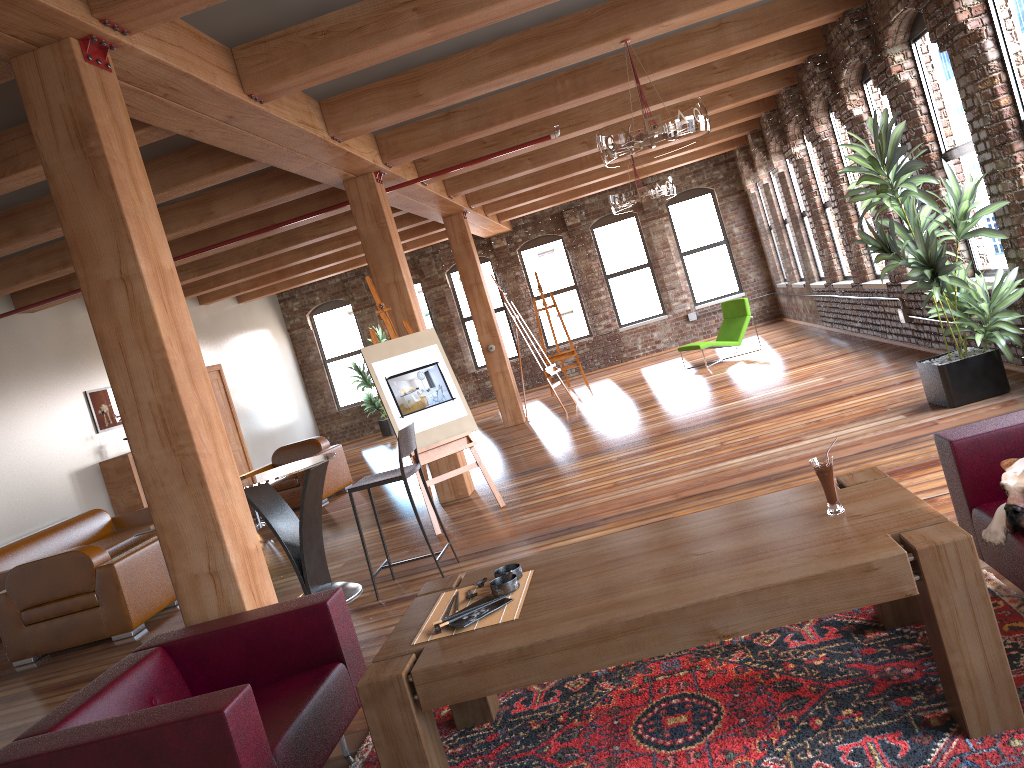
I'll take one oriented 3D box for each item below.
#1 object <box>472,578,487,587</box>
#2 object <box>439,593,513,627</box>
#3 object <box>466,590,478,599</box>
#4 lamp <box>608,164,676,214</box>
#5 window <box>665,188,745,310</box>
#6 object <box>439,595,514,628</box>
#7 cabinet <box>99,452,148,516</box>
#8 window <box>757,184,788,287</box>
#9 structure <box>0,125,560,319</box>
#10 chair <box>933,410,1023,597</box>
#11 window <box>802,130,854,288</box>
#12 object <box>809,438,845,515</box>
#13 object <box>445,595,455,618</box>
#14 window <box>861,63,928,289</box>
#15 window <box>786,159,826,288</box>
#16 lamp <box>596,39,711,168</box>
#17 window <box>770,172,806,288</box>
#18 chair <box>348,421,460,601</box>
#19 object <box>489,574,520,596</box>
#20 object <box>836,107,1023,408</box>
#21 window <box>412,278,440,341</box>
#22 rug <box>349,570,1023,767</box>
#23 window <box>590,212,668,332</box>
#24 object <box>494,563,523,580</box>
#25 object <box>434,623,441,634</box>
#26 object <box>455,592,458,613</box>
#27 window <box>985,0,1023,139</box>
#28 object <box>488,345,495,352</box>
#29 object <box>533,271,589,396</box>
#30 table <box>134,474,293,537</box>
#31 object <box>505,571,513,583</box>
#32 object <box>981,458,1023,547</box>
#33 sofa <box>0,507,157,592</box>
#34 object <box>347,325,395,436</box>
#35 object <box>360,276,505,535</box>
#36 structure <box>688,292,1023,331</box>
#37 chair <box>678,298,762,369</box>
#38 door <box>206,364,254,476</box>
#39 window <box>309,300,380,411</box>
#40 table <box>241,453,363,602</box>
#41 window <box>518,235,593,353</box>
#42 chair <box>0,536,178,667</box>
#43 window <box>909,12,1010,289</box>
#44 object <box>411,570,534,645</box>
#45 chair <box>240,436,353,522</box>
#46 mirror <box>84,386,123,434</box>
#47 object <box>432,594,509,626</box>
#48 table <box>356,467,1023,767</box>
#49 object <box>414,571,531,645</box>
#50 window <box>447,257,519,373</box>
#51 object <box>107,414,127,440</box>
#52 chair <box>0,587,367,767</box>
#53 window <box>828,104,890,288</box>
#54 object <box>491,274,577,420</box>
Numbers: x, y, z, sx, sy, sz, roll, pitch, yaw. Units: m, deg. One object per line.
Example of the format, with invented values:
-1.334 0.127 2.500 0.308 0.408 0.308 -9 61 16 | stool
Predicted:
-0.112 0.713 3.164 0.059 0.021 0.018 -20 4 -40 | object
-0.112 0.725 2.851 0.272 0.008 0.007 -19 3 -26 | object
-0.144 0.724 3.077 0.045 0.030 0.153 -17 4 -7 | object
1.488 -2.556 10.678 0.805 0.814 0.815 -14 4 44 | lamp
3.635 -2.609 16.810 0.966 2.216 0.219 -16 1 8 | window
-0.114 0.738 2.856 0.214 0.018 0.153 -20 5 -36 | object
-4.601 1.416 11.387 0.418 1.207 1.190 -16 3 9 | cabinet
4.545 -2.792 15.558 0.232 2.212 0.971 -16 2 9 | window
-2.763 -1.536 9.082 6.795 0.112 0.051 -16 2 8 | structure
1.967 0.405 2.673 0.864 0.592 1.075 -16 3 9 | chair
3.979 -2.307 11.178 0.229 2.212 0.971 -16 2 9 | window
1.009 0.297 2.816 0.094 0.232 0.076 -15 2 41 | object
-0.211 0.761 3.017 0.007 0.008 0.271 -16 4 4 | object
3.605 -1.986 8.273 0.231 2.212 0.971 -16 2 9 | window
4.167 -2.468 12.626 0.232 2.212 0.971 -16 2 9 | window
0.933 -2.080 6.375 0.815 0.814 0.805 -19 3 -39 | lamp
4.354 -2.628 14.079 0.231 2.212 0.971 -16 2 9 | window
-0.733 0.794 5.668 0.466 0.980 0.431 -16 2 8 | chair
-0.024 0.686 3.016 0.099 0.043 0.098 -20 5 -44 | object
2.951 -0.925 6.200 0.962 2.101 1.086 -16 2 22 | object
-1.961 -1.030 17.703 0.966 2.167 0.086 -16 1 8 | window
0.544 1.122 2.900 2.457 0.009 1.349 -16 4 8 | rug
2.223 -2.203 17.019 0.966 2.216 0.219 -16 1 8 | window
-0.012 0.674 3.133 0.098 0.043 0.099 -14 4 34 | object
-0.234 0.776 2.796 0.018 0.021 0.059 -17 4 -5 | object
-0.189 0.752 3.051 0.007 0.008 0.270 -17 4 -2 | object
3.232 -1.665 5.367 0.235 2.212 0.971 -16 2 9 | window
-0.288 -0.500 12.406 0.095 0.095 0.061 -16 2 8 | object
0.701 -0.935 15.335 0.661 2.138 0.686 -17 2 3 | object
-2.748 1.387 8.805 0.937 0.559 1.878 -16 4 9 | table
-0.018 0.658 2.989 0.045 0.079 0.137 -18 3 -26 | object
1.808 0.262 2.748 0.758 0.296 0.364 -18 3 -20 | object
-4.462 1.783 9.155 0.949 0.734 2.422 -16 4 9 | sofa
-2.568 -0.061 17.042 1.083 2.101 0.965 -17 2 -14 | object
-0.782 0.086 7.311 0.706 2.138 0.681 -18 2 -32 | object
4.054 -0.885 9.972 1.632 0.313 13.738 -16 4 2 | structure
2.954 -0.728 12.890 0.959 0.795 0.679 -17 3 -17 | chair
-4.646 0.754 14.158 0.226 2.118 1.033 -16 2 9 | door
-3.379 -0.623 17.913 0.966 2.167 0.086 -16 1 8 | window
-1.382 1.011 5.857 0.717 0.923 0.727 -15 3 33 | table
0.826 -1.797 17.225 0.966 2.225 0.222 -16 1 8 | window
-3.317 1.599 6.975 1.062 0.734 0.833 -16 3 8 | chair
3.419 -1.826 6.820 0.235 2.212 0.971 -16 2 9 | window
-0.118 0.741 2.973 0.352 0.001 0.471 -16 4 9 | object
-2.684 1.129 10.874 1.060 0.734 0.835 -16 3 18 | chair
-5.153 0.312 11.297 0.025 0.547 0.697 -16 3 9 | mirror
-0.130 0.729 2.872 0.271 0.008 0.007 -18 3 -18 | object
0.511 0.848 2.894 1.747 0.549 0.903 -16 3 8 | table
-0.119 0.741 2.973 0.331 0.003 0.472 -16 4 9 | object
-0.566 -1.396 17.431 0.966 2.225 0.222 -16 1 8 | window
-4.877 0.568 11.257 0.370 0.588 0.298 -17 2 3 | object
-1.084 1.280 3.148 0.864 0.592 1.075 -16 3 9 | chair
3.794 -2.147 9.725 0.236 2.212 0.971 -16 2 9 | window
0.223 -0.590 12.528 0.682 2.138 0.665 -16 2 18 | object
